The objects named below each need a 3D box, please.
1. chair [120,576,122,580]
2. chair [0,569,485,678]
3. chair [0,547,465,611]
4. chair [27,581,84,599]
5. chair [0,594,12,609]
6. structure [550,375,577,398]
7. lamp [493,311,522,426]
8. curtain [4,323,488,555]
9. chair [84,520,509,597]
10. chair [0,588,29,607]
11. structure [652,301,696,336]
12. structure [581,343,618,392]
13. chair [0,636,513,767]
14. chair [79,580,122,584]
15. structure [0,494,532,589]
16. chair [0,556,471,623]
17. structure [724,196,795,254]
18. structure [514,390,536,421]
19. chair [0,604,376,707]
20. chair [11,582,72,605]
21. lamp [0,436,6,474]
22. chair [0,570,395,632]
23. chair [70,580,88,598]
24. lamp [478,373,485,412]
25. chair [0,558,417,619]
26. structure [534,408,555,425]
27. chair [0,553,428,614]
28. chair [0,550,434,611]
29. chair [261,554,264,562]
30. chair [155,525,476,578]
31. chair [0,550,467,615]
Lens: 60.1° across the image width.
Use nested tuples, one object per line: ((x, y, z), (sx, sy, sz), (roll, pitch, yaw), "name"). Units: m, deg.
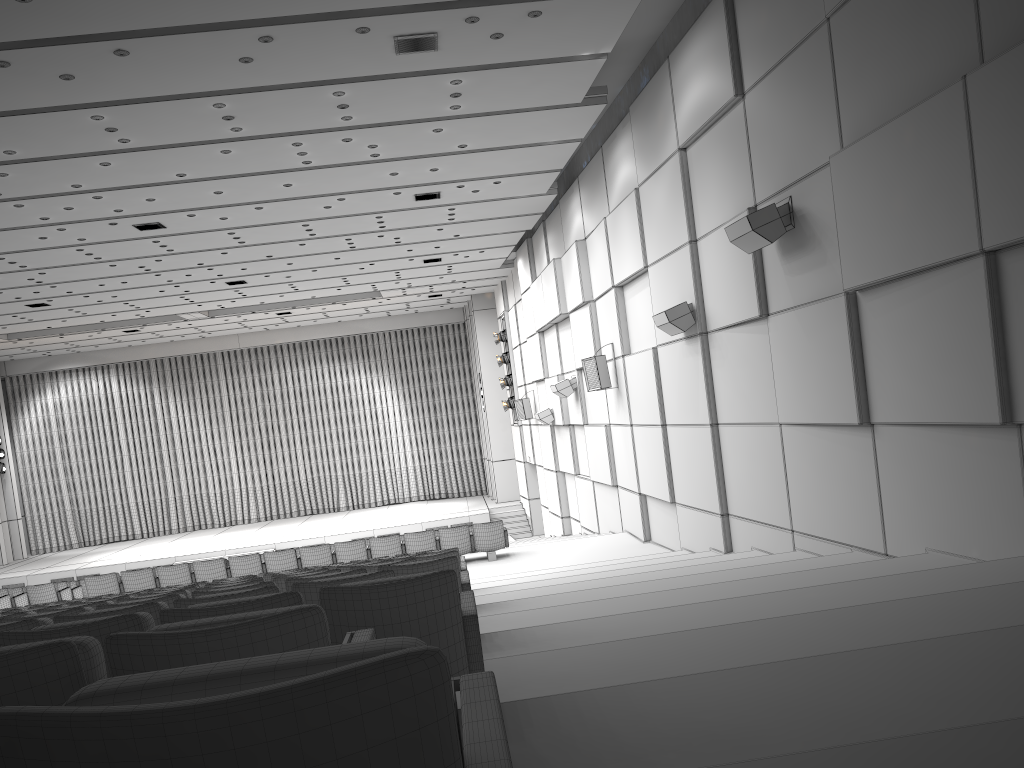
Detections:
((-11.627, 5.193, 21.285), (6.046, 0.623, 0.611), (-7, 0, -4), "chair")
((-6.922, 1.808, 2.883), (13.741, 0.623, 0.611), (-7, 0, -4), "chair")
((-7.312, 2.952, 9.499), (13.741, 0.623, 0.611), (-7, 0, -4), "chair")
((-11.402, 4.434, 16.866), (6.046, 0.623, 0.611), (-7, 0, -4), "chair")
((-11.224, 3.864, 13.557), (6.596, 0.623, 0.611), (-7, 0, -4), "chair")
((1.032, 0.063, 17.475), (0.470, 0.418, 0.520), (-7, 0, -9), "structure")
((-0.046, -0.425, 25.892), (0.754, 3.347, 1.021), (-8, 2, -9), "lamp")
((-8.922, 1.654, 31.270), (16.120, 6.534, 1.427), (-7, 2, -4), "curtain")
((-3.334, 2.884, 14.125), (6.596, 0.623, 0.611), (-7, 0, -4), "chair")
((-11.272, 4.052, 14.661), (6.046, 0.623, 0.611), (-7, 0, -4), "chair")
((2.010, -0.815, 10.751), (0.470, 0.418, 0.520), (-7, 0, -7), "structure")
((1.432, -0.267, 14.406), (0.410, 0.746, 0.408), (-6, 2, 43), "structure")
((-6.792, 1.426, 0.678), (13.741, 0.623, 0.611), (-7, 0, -4), "chair")
((-11.531, 4.815, 19.071), (6.046, 0.623, 0.611), (-7, 0, -4), "chair")
((-8.176, 5.192, 28.300), (17.808, 0.847, 8.314), (-7, -2, -4), "structure")
((-7.052, 2.189, 5.089), (13.741, 0.623, 0.611), (-7, 0, -4), "chair")
((2.302, -1.465, 8.224), (0.470, 0.418, 0.520), (-7, 0, -8), "structure")
((0.352, 0.557, 22.743), (0.410, 0.746, 0.408), (-6, 2, 43), "structure")
((-6.884, 1.620, 1.779), (13.191, 0.623, 0.611), (-7, 0, -4), "chair")
((-11.354, 4.245, 15.762), (6.596, 0.623, 0.611), (-7, 0, -4), "chair")
((-16.593, 2.262, 28.481), (0.436, 1.481, 0.384), (-7, 2, 0), "lamp")
((-7.013, 2.002, 3.984), (13.191, 0.623, 0.611), (-7, 0, -4), "chair")
((-11.484, 4.627, 17.967), (6.596, 0.623, 0.611), (-7, 0, -4), "chair")
((-0.811, 0.268, 28.419), (0.436, 1.481, 0.385), (-7, 2, -8), "lamp")
((-7.143, 2.383, 6.189), (13.191, 0.623, 0.611), (-7, 0, -4), "chair")
((0.776, 0.708, 20.011), (0.470, 0.418, 0.520), (-7, 0, -7), "structure")
((-7.273, 2.765, 8.395), (13.191, 0.623, 0.611), (-7, 0, -4), "chair")
((-7.403, 3.146, 10.600), (13.191, 0.623, 0.611), (-7, 0, -4), "chair")
((-3.464, 3.266, 16.330), (6.596, 0.623, 0.611), (-7, 0, -4), "chair")
((-3.382, 3.073, 15.229), (6.046, 0.623, 0.611), (-7, 0, -4), "chair")
((-7.182, 2.571, 7.294), (13.741, 0.623, 0.611), (-7, 0, -4), "chair")
